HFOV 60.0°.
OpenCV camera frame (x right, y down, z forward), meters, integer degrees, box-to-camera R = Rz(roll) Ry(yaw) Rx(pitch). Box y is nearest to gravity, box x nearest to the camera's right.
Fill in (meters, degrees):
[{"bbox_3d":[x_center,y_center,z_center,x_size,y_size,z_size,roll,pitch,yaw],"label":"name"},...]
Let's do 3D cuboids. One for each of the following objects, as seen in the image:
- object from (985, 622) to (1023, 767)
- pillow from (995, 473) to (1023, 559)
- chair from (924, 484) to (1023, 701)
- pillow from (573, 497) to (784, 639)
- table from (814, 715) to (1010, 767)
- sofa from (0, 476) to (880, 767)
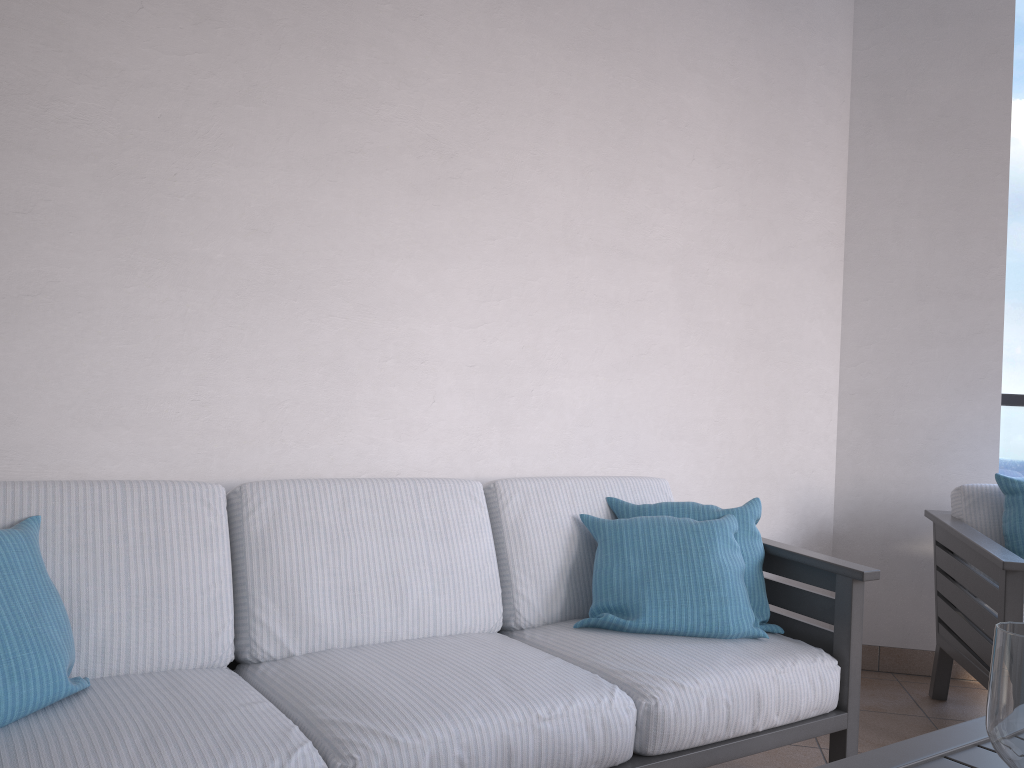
[{"bbox_3d":[0.426,0.395,0.917,0.337,0.284,0.203,2,-1,16],"label":"object"},{"bbox_3d":[1.841,0.513,2.860,0.510,0.426,0.316,3,-1,8],"label":"pillow"},{"bbox_3d":[1.808,0.729,2.759,0.797,0.765,0.807,3,-1,11],"label":"chair"},{"bbox_3d":[0.441,0.485,2.324,0.543,0.370,0.377,3,-1,6],"label":"pillow"},{"bbox_3d":[0.646,0.781,0.973,1.260,0.473,0.710,4,-2,-34],"label":"table"},{"bbox_3d":[-0.212,0.614,1.921,2.161,0.765,0.807,4,-2,-34],"label":"sofa"}]
